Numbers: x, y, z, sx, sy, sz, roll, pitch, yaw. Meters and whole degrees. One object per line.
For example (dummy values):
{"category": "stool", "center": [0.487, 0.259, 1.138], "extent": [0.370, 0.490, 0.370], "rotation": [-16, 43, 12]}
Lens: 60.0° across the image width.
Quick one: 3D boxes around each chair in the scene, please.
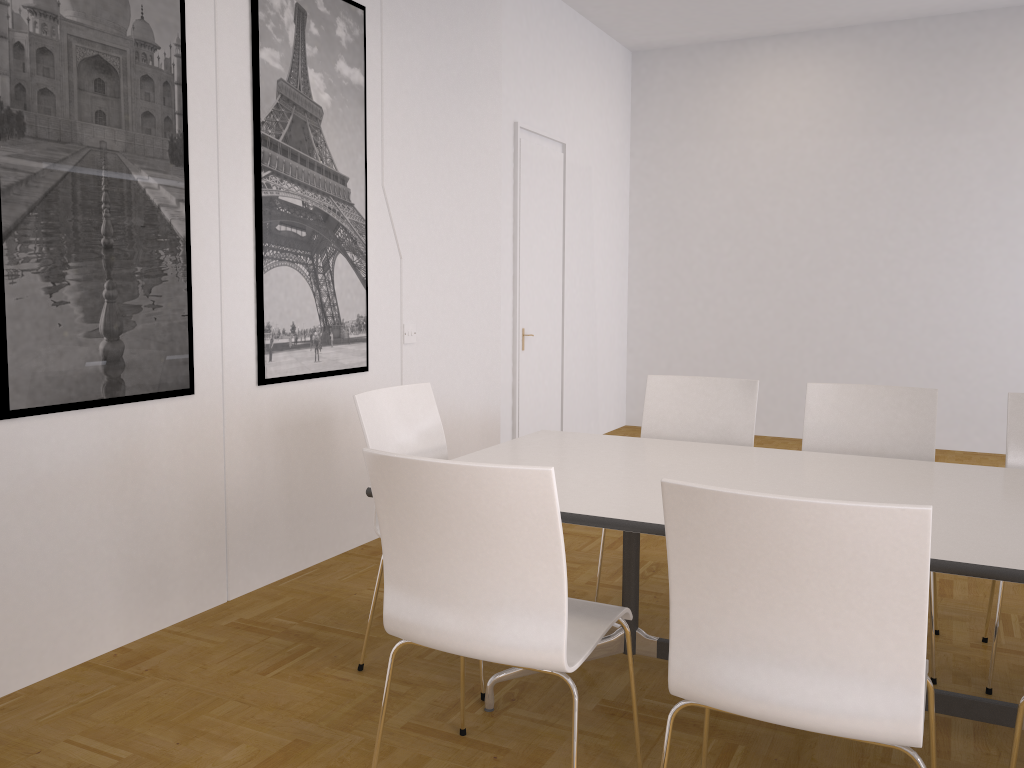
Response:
{"category": "chair", "center": [-0.212, 0.491, 3.113], "extent": [0.575, 0.929, 0.562], "rotation": [3, 6, 26]}
{"category": "chair", "center": [1.905, 0.528, 2.945], "extent": [0.561, 0.929, 0.576], "rotation": [3, 6, 26]}
{"category": "chair", "center": [1.196, 0.669, 1.563], "extent": [0.561, 0.929, 0.576], "rotation": [3, 6, 26]}
{"category": "chair", "center": [0.605, 0.635, 1.857], "extent": [0.561, 0.929, 0.576], "rotation": [3, 6, 26]}
{"category": "chair", "center": [0.687, 0.457, 3.552], "extent": [0.561, 0.929, 0.576], "rotation": [3, 6, 26]}
{"category": "chair", "center": [1.278, 0.491, 3.258], "extent": [0.561, 0.929, 0.576], "rotation": [3, 6, 26]}
{"category": "chair", "center": [-0.022, 0.599, 2.170], "extent": [0.561, 0.929, 0.576], "rotation": [3, 6, 26]}

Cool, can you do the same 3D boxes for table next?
{"category": "table", "center": [0.927, 0.662, 2.574], "extent": [2.412, 0.721, 1.212], "rotation": [3, 6, 26]}

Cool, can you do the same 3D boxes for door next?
{"category": "door", "center": [0.207, -0.639, 6.647], "extent": [0.132, 2.449, 0.872], "rotation": [3, 6, 26]}

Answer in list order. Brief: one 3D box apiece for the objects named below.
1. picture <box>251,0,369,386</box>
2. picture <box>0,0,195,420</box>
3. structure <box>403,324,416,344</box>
{"category": "picture", "center": [-0.890, -0.913, 4.033], "extent": [0.016, 1.777, 0.788], "rotation": [3, 6, 26]}
{"category": "picture", "center": [-1.402, -0.809, 3.017], "extent": [0.013, 1.777, 0.788], "rotation": [3, 6, 26]}
{"category": "structure", "center": [-0.551, -0.273, 4.791], "extent": [0.013, 0.104, 0.114], "rotation": [3, 6, 26]}
